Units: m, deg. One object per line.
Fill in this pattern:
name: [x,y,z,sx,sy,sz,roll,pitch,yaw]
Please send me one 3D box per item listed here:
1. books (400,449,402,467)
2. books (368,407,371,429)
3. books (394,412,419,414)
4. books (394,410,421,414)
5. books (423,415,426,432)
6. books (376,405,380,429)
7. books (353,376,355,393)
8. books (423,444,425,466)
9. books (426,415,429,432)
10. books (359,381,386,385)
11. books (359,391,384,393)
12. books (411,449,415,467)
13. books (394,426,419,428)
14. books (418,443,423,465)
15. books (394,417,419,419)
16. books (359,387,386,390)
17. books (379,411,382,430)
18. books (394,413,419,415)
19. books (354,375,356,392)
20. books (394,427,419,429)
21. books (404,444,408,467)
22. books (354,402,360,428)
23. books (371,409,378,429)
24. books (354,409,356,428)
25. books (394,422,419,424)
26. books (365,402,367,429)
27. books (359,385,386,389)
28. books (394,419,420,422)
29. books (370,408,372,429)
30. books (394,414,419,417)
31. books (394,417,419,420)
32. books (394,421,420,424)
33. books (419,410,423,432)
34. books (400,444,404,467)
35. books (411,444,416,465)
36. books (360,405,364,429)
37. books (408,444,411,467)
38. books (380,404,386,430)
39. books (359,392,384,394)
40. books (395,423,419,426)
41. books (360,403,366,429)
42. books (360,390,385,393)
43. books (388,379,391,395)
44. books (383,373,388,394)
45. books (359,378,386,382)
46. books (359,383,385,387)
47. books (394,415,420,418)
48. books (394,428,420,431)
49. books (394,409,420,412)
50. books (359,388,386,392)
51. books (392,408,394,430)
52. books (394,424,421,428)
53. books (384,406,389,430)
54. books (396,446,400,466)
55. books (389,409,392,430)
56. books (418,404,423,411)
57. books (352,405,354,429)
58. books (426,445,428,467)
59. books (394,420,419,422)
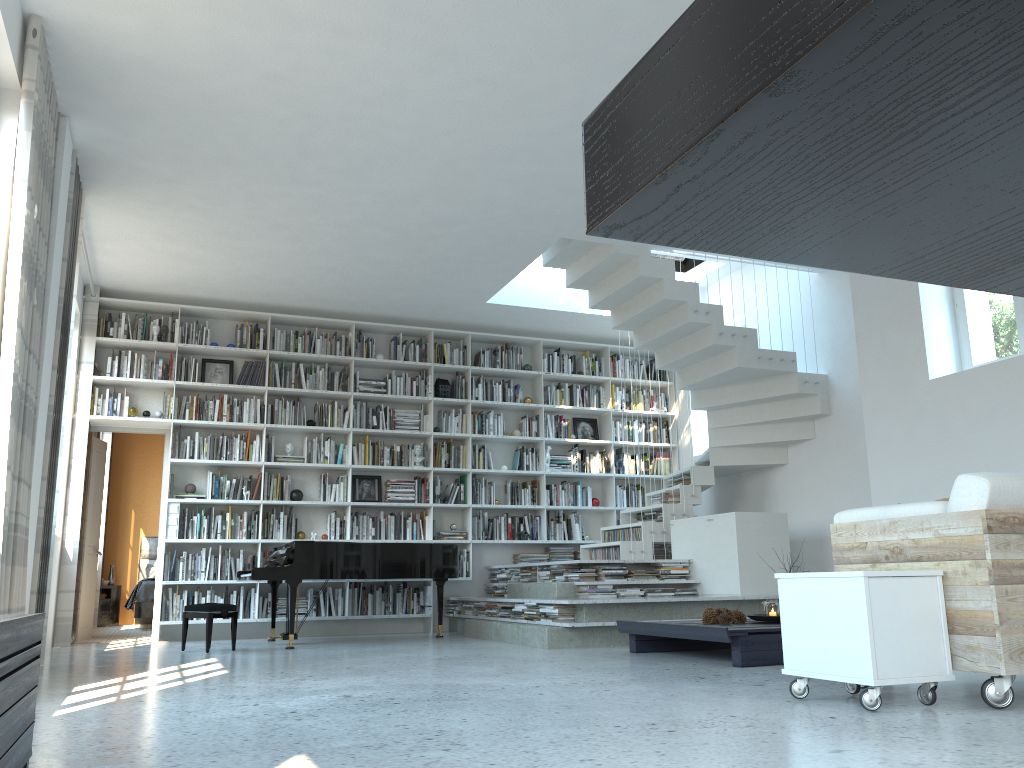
books: [-1.172,0.781,9.178,0.029,0.200,0.178,4,-13,-21]
books: [-1.484,0.377,9.149,0.014,0.249,0.173,4,-13,-21]
books: [-1.123,0.319,9.321,0.254,0.012,0.161,4,-14,-21]
books: [-1.119,0.304,9.313,0.285,0.012,0.160,5,-14,-26]
books: [-0.942,0.443,9.361,0.030,0.198,0.172,4,-13,-21]
books: [-1.398,0.368,9.195,0.022,0.285,0.131,4,-13,-21]
books: [-1.649,0.030,9.148,0.027,0.201,0.168,4,-13,-21]
books: [-0.934,0.768,9.286,0.014,0.265,0.154,4,-13,-21]
books: [-0.917,0.443,9.377,0.030,0.204,0.158,4,-13,-21]
books: [-1.471,0.002,9.244,0.285,0.024,0.160,4,-13,-19]
books: [-1.468,0.102,9.216,0.254,0.012,0.161,3,-13,-16]
books: [-1.048,0.793,9.242,0.035,0.201,0.149,4,-13,-21]
books: [-1.119,0.462,9.288,0.254,0.012,0.161,4,-14,-22]
books: [-0.958,0.764,9.295,0.025,0.278,0.108,4,-13,-21]
books: [-1.120,0.367,9.307,0.254,0.012,0.161,4,-13,-19]
books: [-1.471,0.067,9.230,0.285,0.012,0.160,5,-14,-23]
books: [-1.373,0.402,9.190,0.024,0.216,0.148,4,-13,-21]
books: [-1.121,0.330,9.314,0.254,0.012,0.161,4,-13,-19]
books: [-1.635,0.025,9.169,0.013,0.218,0.141,4,-13,-21]
books: [-1.120,0.474,9.288,0.254,0.012,0.161,4,-14,-21]
books: [-1.115,0.758,9.213,0.025,0.258,0.151,4,-13,-21]
books: [-1.598,0.346,9.108,0.026,0.296,0.179,4,-13,-21]
books: [-1.434,0.386,9.162,0.066,0.236,0.154,4,-13,-21]
books: [-1.629,0.381,9.107,0.027,0.228,0.147,4,-13,-21]
books: [-1.119,0.426,9.294,0.254,0.012,0.161,5,-14,-23]
books: [-1.519,0.351,9.142,0.011,0.299,0.180,4,-13,-21]
books: [-1.467,0.049,9.227,0.285,0.024,0.160,3,-13,-16]
books: [-1.119,0.390,9.299,0.285,0.012,0.160,3,-13,-18]
books: [-1.472,0.383,9.154,0.011,0.239,0.148,4,-13,-21]
books: [-1.118,0.342,9.306,0.254,0.012,0.161,3,-13,-16]
books: [-1.119,0.378,9.302,0.254,0.012,0.161,5,-14,-24]
books: [-1.121,0.415,9.299,0.285,0.012,0.160,4,-14,-20]
books: [-0.969,0.411,9.343,0.012,0.253,0.161,4,-13,-21]
books: [-1.149,0.758,9.180,0.012,0.244,0.186,4,-13,-21]
books: [-1.029,0.766,9.265,0.014,0.262,0.135,4,-13,-21]
books: [-1.558,0.362,9.112,0.025,0.265,0.185,4,-13,-21]
books: [-1.077,0.763,9.239,0.024,0.258,0.127,4,-13,-21]
books: [-1.349,0.368,9.210,0.049,0.290,0.162,4,-13,-21]
books: [-1.469,0.114,9.217,0.285,0.012,0.160,3,-13,-18]
books: [-1.119,0.438,9.291,0.254,0.012,0.161,4,-13,-19]
books: [-1.540,0.353,9.141,0.029,0.294,0.151,4,-13,-21]
books: [-1.470,0.090,9.223,0.254,0.012,0.161,5,-14,-24]
books: [-1.304,0.062,9.285,0.025,0.187,0.193,4,-13,-21]
books: [-1.324,0.029,9.289,0.012,0.253,0.161,4,-13,-21]
books: [-1.473,-0.020,9.254,0.285,0.024,0.160,4,-14,-21]
books: [-1.469,0.025,9.235,0.254,0.025,0.161,5,-14,-25]
books: [-1.121,0.356,9.311,0.285,0.012,0.160,4,-14,-22]
books: [-1.119,0.486,9.284,0.285,0.012,0.160,4,-14,-20]
books: [-1.122,0.294,9.322,0.285,0.012,0.160,4,-13,-19]
books: [-1.470,0.079,9.225,0.285,0.012,0.160,5,-14,-24]
books: [-1.257,0.392,9.221,0.013,0.246,0.177,4,-13,-21]
books: [-1.118,0.449,9.287,0.285,0.012,0.160,5,-14,-24]
books: [-1.311,0.378,9.208,0.021,0.268,0.192,4,-13,-21]
books: [-1.198,0.767,9.168,0.029,0.223,0.186,4,-13,-21]
books: [-1.274,0.394,9.227,0.015,0.244,0.183,4,-13,-21]
books: [-0.964,0.383,9.368,0.012,0.318,0.140,4,-13,-21]
books: [-1.648,0.357,9.087,0.026,0.266,0.171,4,-13,-21]
books: [-0.911,0.775,9.315,0.023,0.264,0.107,4,-13,-21]
books: [-1.121,0.403,9.301,0.254,0.012,0.161,4,-14,-20]
